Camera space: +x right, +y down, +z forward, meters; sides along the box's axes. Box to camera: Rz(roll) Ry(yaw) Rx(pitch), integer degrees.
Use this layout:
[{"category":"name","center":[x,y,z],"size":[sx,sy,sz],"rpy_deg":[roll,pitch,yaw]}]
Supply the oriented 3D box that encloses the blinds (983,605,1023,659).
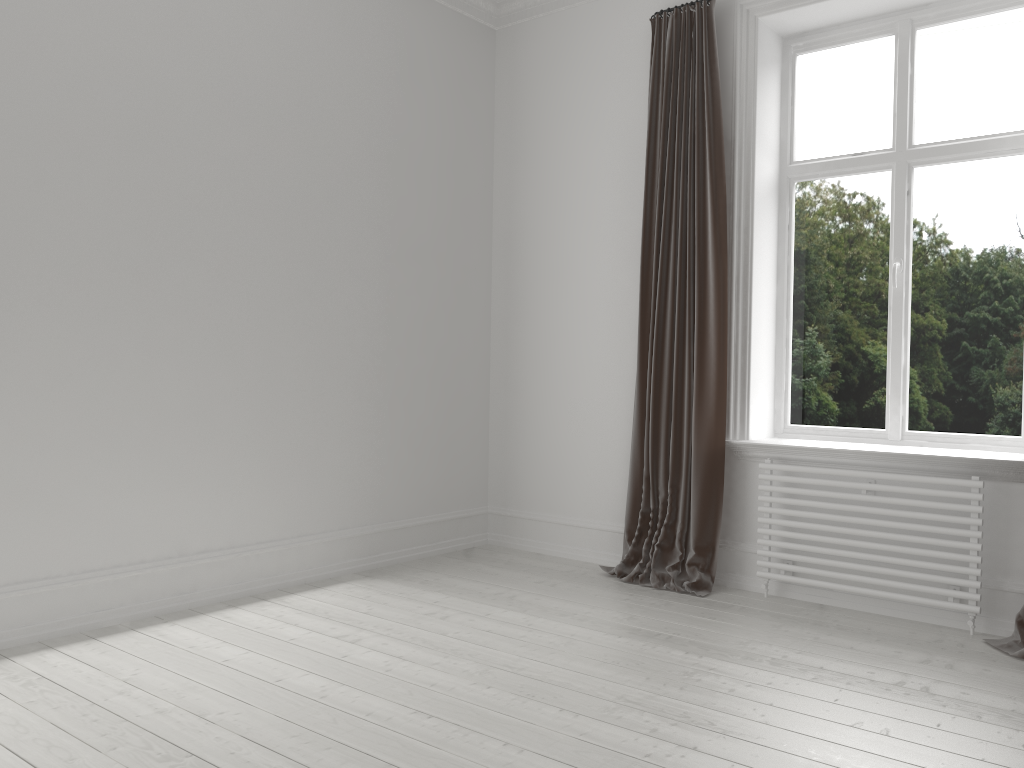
[{"category":"blinds","center":[2.042,-0.379,2.995],"size":[0.769,2.680,0.318],"rpy_deg":[2,1,34]}]

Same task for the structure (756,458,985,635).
[{"category":"structure","center":[1.459,0.671,3.664],"size":[0.887,0.670,0.120],"rpy_deg":[2,1,39]}]

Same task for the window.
[{"category":"window","center":[1.714,-0.680,3.931],"size":[1.112,1.956,0.120],"rpy_deg":[2,1,39]}]

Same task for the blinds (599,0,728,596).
[{"category":"blinds","center":[0.702,-0.418,4.115],"size":[0.246,2.681,0.595],"rpy_deg":[0,1,-43]}]
